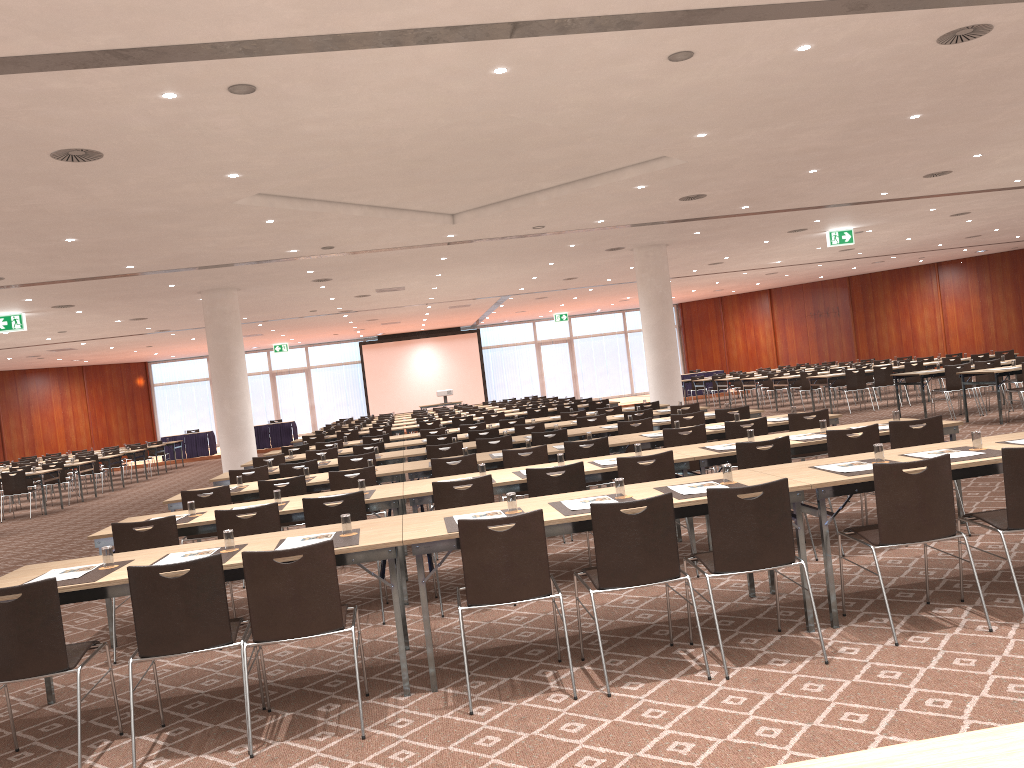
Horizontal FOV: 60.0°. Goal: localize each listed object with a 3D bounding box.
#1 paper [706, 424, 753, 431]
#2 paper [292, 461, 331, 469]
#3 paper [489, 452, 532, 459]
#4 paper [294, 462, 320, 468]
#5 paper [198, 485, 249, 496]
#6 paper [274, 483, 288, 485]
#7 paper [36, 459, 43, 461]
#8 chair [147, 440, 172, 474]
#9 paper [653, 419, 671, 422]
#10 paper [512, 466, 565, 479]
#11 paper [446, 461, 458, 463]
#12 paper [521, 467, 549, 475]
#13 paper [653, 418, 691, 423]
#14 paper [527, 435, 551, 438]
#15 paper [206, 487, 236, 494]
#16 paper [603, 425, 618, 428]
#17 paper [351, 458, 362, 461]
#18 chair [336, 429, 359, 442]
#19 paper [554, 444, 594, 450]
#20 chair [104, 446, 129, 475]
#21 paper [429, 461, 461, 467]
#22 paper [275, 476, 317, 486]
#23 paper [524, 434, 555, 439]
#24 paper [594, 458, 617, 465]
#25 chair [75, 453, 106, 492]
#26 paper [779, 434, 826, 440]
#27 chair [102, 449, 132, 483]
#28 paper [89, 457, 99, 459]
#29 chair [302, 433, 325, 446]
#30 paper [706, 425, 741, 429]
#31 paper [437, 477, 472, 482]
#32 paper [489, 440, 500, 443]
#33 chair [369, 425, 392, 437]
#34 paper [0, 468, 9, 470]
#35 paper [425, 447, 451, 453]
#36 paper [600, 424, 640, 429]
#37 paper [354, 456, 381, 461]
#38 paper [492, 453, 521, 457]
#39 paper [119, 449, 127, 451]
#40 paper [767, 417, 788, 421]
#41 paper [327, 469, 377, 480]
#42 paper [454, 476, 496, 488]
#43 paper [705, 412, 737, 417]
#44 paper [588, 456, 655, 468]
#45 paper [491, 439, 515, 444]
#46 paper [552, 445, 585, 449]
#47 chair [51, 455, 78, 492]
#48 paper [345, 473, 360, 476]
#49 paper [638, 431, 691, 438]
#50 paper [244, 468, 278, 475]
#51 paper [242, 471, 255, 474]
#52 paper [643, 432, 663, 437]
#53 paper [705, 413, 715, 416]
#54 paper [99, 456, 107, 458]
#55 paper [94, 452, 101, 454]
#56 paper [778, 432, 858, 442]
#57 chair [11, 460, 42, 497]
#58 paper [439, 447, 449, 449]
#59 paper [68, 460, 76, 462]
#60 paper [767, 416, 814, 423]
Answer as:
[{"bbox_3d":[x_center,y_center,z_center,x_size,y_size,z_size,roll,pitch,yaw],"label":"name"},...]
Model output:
[{"bbox_3d":[2.267,0.448,9.360,0.460,0.003,0.565,-7,0,-6],"label":"paper"},{"bbox_3d":[-2.460,0.990,10.809,0.460,0.003,0.565,-7,0,-7],"label":"paper"},{"bbox_3d":[0.007,0.715,9.106,0.460,0.003,0.565,-7,0,-5],"label":"paper"},{"bbox_3d":[-2.515,0.992,10.861,0.283,0.006,0.398,-7,0,-8],"label":"paper"},{"bbox_3d":[-2.864,1.055,8.721,0.460,0.003,0.565,-7,0,-8],"label":"paper"},{"bbox_3d":[-2.269,0.980,8.878,0.283,0.006,0.398,-7,0,-8],"label":"paper"},{"bbox_3d":[-13.440,2.157,25.092,0.460,0.003,0.565,-7,0,-6],"label":"paper"},{"bbox_3d":[-10.730,2.192,26.897,0.535,0.939,0.614,-7,1,-7],"label":"chair"},{"bbox_3d":[1.952,0.464,11.392,0.283,0.006,0.398,-7,0,-9],"label":"paper"},{"bbox_3d":[0.264,0.702,7.101,0.460,0.003,0.565,-7,0,-8],"label":"paper"},{"bbox_3d":[-0.668,0.791,9.085,0.283,0.006,0.398,-7,0,-8],"label":"paper"},{"bbox_3d":[0.226,0.702,7.168,0.283,0.006,0.398,-7,0,-6],"label":"paper"},{"bbox_3d":[2.012,0.462,11.341,0.460,0.003,0.565,-7,0,-7],"label":"paper"},{"bbox_3d":[0.345,0.654,11.206,0.283,0.006,0.398,-7,0,-7],"label":"paper"},{"bbox_3d":[-2.908,1.055,8.796,0.283,0.006,0.398,-7,0,-5],"label":"paper"},{"bbox_3d":[1.317,0.539,11.318,0.283,0.006,0.398,-7,0,-8],"label":"paper"},{"bbox_3d":[-1.884,0.918,10.919,0.283,0.006,0.398,-7,0,-6],"label":"paper"},{"bbox_3d":[-3.251,1.391,17.853,0.535,0.939,0.613,-7,1,-6],"label":"chair"},{"bbox_3d":[0.679,0.636,9.180,0.460,0.003,0.565,-7,0,-4],"label":"paper"},{"bbox_3d":[-11.970,2.338,26.746,0.535,0.939,0.614,-7,1,-8],"label":"chair"},{"bbox_3d":[-0.615,0.789,9.011,0.460,0.003,0.565,-7,0,-5],"label":"paper"},{"bbox_3d":[-2.223,0.979,8.848,0.460,0.003,0.565,-7,0,-4],"label":"paper"},{"bbox_3d":[0.407,0.651,11.150,0.460,0.003,0.565,-7,0,-8],"label":"paper"},{"bbox_3d":[0.843,0.629,7.246,0.283,0.006,0.398,-7,0,-7],"label":"paper"},{"bbox_3d":[-10.947,2.250,22.923,0.535,0.939,0.613,-7,1,-5],"label":"chair"},{"bbox_3d":[2.443,0.440,7.420,0.283,0.006,0.398,-7,0,-6],"label":"paper"},{"bbox_3d":[-10.259,2.170,22.924,0.535,0.939,0.613,-7,1,-5],"label":"chair"},{"bbox_3d":[-10.149,1.798,21.516,0.283,0.006,0.398,-7,0,-6],"label":"paper"},{"bbox_3d":[-3.903,1.469,17.732,0.535,0.939,0.613,-7,1,-5],"label":"chair"},{"bbox_3d":[2.209,0.451,9.406,0.283,0.006,0.398,-7,0,-10],"label":"paper"},{"bbox_3d":[-0.452,0.782,7.093,0.283,0.006,0.398,-7,0,-6],"label":"paper"},{"bbox_3d":[-0.265,0.726,11.127,0.283,0.006,0.398,-7,0,-9],"label":"paper"},{"bbox_3d":[-2.599,1.315,17.855,0.535,0.939,0.613,-7,1,-6],"label":"chair"},{"bbox_3d":[-12.346,2.062,21.188,0.460,0.003,0.565,-7,0,-5],"label":"paper"},{"bbox_3d":[-0.846,0.799,10.999,0.460,0.003,0.565,-7,0,-6],"label":"paper"},{"bbox_3d":[1.393,0.535,11.276,0.460,0.003,0.565,-7,0,-7],"label":"paper"},{"bbox_3d":[-1.839,0.917,10.879,0.460,0.003,0.565,-7,0,-7],"label":"paper"},{"bbox_3d":[-0.048,0.717,9.145,0.283,0.006,0.398,-7,0,-7],"label":"paper"},{"bbox_3d":[-11.208,1.894,25.343,0.460,0.003,0.565,-7,0,-9],"label":"paper"},{"bbox_3d":[2.852,0.375,9.496,0.283,0.006,0.398,-7,0,-9],"label":"paper"},{"bbox_3d":[-1.595,0.904,8.898,0.460,0.003,0.565,-7,0,-6],"label":"paper"},{"bbox_3d":[-0.380,0.778,7.018,0.460,0.003,0.565,-7,0,-7],"label":"paper"},{"bbox_3d":[2.644,0.387,11.406,0.460,0.003,0.565,-7,0,-9],"label":"paper"},{"bbox_3d":[0.894,0.627,7.187,0.460,0.003,0.565,-7,0,-7],"label":"paper"},{"bbox_3d":[-0.211,0.724,11.051,0.460,0.003,0.565,-7,0,-6],"label":"paper"},{"bbox_3d":[0.590,0.642,9.205,0.283,0.006,0.398,-7,0,-8],"label":"paper"},{"bbox_3d":[-11.569,2.323,22.907,0.535,0.939,0.613,-7,1,-6],"label":"chair"},{"bbox_3d":[-1.632,0.904,8.952,0.283,0.006,0.398,-7,0,-9],"label":"paper"},{"bbox_3d":[1.622,0.524,9.283,0.460,0.003,0.565,-7,0,-7],"label":"paper"},{"bbox_3d":[-3.091,1.065,10.724,0.460,0.003,0.565,-7,0,-7],"label":"paper"},{"bbox_3d":[-3.137,1.066,10.790,0.283,0.006,0.398,-7,0,-6],"label":"paper"},{"bbox_3d":[1.548,0.529,9.342,0.283,0.006,0.398,-7,0,-6],"label":"paper"},{"bbox_3d":[2.608,0.387,11.495,0.283,0.006,0.398,-7,0,-6],"label":"paper"},{"bbox_3d":[-10.124,1.799,21.458,0.460,0.003,0.565,-7,0,-7],"label":"paper"},{"bbox_3d":[-11.847,1.969,25.260,0.460,0.003,0.565,-7,0,-6],"label":"paper"},{"bbox_3d":[2.519,0.435,7.361,0.460,0.003,0.565,-7,0,-7],"label":"paper"},{"bbox_3d":[-12.485,2.432,22.737,0.535,0.939,0.614,-7,1,-10],"label":"chair"},{"bbox_3d":[-0.929,0.804,11.070,0.283,0.006,0.398,-7,0,-5],"label":"paper"},{"bbox_3d":[-10.772,1.875,21.409,0.460,0.003,0.565,-7,0,-10],"label":"paper"},{"bbox_3d":[2.924,0.371,9.450,0.460,0.003,0.565,-7,0,-4],"label":"paper"}]
